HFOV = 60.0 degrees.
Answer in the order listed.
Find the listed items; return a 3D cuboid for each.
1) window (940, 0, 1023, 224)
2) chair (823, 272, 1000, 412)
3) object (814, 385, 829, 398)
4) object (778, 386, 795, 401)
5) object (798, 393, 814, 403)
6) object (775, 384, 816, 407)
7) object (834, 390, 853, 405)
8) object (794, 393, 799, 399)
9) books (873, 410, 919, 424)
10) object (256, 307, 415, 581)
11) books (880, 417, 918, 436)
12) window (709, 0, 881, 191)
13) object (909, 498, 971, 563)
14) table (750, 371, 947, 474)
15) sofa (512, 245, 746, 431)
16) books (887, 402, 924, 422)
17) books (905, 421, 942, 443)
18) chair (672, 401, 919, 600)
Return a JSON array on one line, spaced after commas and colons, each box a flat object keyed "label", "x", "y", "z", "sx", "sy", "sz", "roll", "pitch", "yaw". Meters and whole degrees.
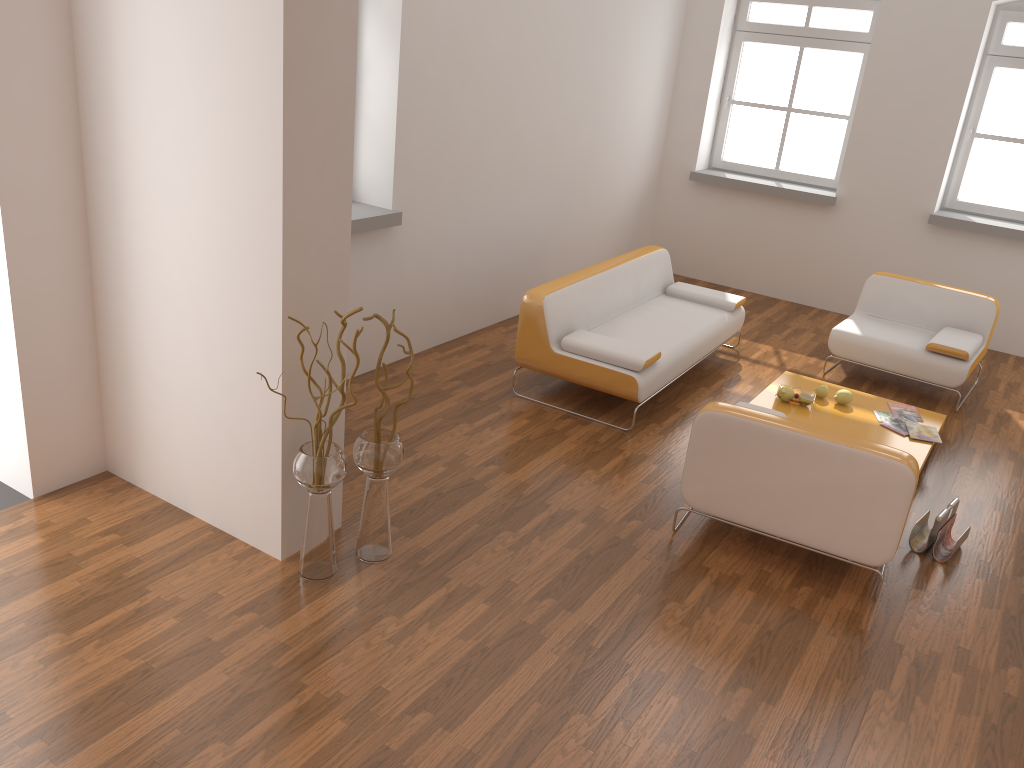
[{"label": "window", "x": 4.302, "y": -2.111, "z": 6.988, "sx": 1.308, "sy": 1.737, "sz": 0.142, "roll": 18, "pitch": 25, "yaw": 28}, {"label": "chair", "x": 2.835, "y": -0.340, "z": 6.295, "sx": 0.923, "sy": 0.661, "sz": 0.825, "roll": 20, "pitch": 26, "yaw": 31}, {"label": "object", "x": 1.906, "y": 0.045, "z": 5.454, "sx": 0.094, "sy": 0.087, "sz": 0.080, "roll": -7, "pitch": 25, "yaw": -30}, {"label": "object", "x": 1.651, "y": 0.059, "z": 5.330, "sx": 0.102, "sy": 0.095, "sz": 0.101, "roll": 6, "pitch": 22, "yaw": 0}, {"label": "object", "x": 1.759, "y": 0.100, "z": 5.312, "sx": 0.091, "sy": 0.065, "sz": 0.092, "roll": 3, "pitch": 22, "yaw": -7}, {"label": "object", "x": 1.716, "y": 0.078, "z": 5.374, "sx": 0.227, "sy": 0.048, "sz": 0.227, "roll": 14, "pitch": 23, "yaw": 18}, {"label": "object", "x": 2.016, "y": 0.080, "z": 5.393, "sx": 0.105, "sy": 0.091, "sz": 0.103, "roll": 16, "pitch": 24, "yaw": 23}, {"label": "object", "x": 1.718, "y": 0.065, "z": 5.401, "sx": 0.134, "sy": 0.037, "sz": 0.061, "roll": 22, "pitch": 27, "yaw": 34}, {"label": "books", "x": 2.282, "y": 0.207, "z": 5.264, "sx": 0.249, "sy": 0.004, "sz": 0.171, "roll": 8, "pitch": 22, "yaw": 5}, {"label": "object", "x": -0.682, "y": 0.232, "z": 3.321, "sx": 0.655, "sy": 1.112, "sz": 0.284, "roll": -10, "pitch": 27, "yaw": -35}, {"label": "books", "x": 2.280, "y": 0.245, "z": 5.158, "sx": 0.249, "sy": 0.004, "sz": 0.171, "roll": -9, "pitch": 27, "yaw": -34}, {"label": "window", "x": 2.538, "y": -2.698, "z": 7.976, "sx": 1.308, "sy": 1.737, "sz": 0.142, "roll": 18, "pitch": 25, "yaw": 28}, {"label": "object", "x": 2.017, "y": 0.672, "z": 4.157, "sx": 0.189, "sy": 0.217, "sz": 0.281, "roll": 23, "pitch": 27, "yaw": 36}, {"label": "table", "x": 1.958, "y": 0.253, "z": 5.273, "sx": 1.000, "sy": 0.150, "sz": 1.000, "roll": 18, "pitch": 25, "yaw": 28}, {"label": "sofa", "x": 0.881, "y": -0.404, "z": 5.933, "sx": 0.825, "sy": 0.661, "sz": 2.010, "roll": 18, "pitch": 24, "yaw": 27}, {"label": "books", "x": 2.388, "y": 0.168, "z": 5.392, "sx": 0.171, "sy": 0.004, "sz": 0.249, "roll": 10, "pitch": 22, "yaw": 10}, {"label": "books", "x": 2.360, "y": 0.277, "z": 5.089, "sx": 0.171, "sy": 0.004, "sz": 0.249, "roll": 11, "pitch": 22, "yaw": 12}, {"label": "chair", "x": 1.346, "y": 0.387, "z": 4.084, "sx": 0.923, "sy": 0.661, "sz": 0.825, "roll": 16, "pitch": 24, "yaw": 23}]
